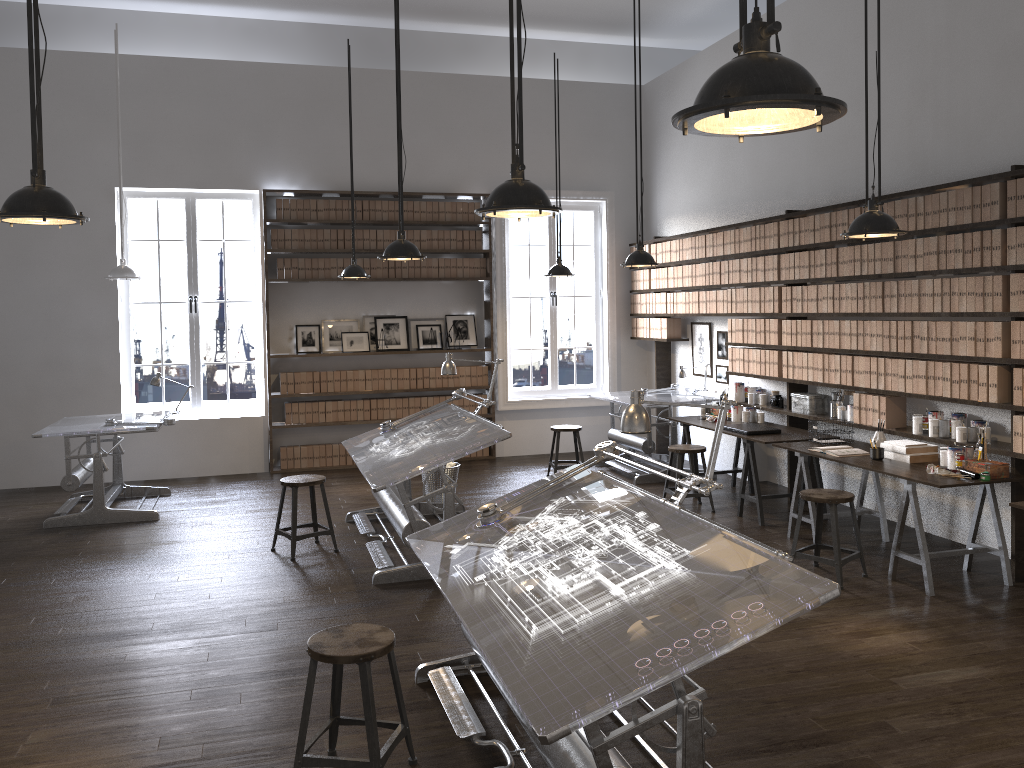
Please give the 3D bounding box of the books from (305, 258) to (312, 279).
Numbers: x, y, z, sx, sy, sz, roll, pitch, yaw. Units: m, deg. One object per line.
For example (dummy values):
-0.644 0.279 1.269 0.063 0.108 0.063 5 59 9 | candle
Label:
-2.211 -1.246 9.598 0.067 0.225 0.175 -2 3 -16 | books

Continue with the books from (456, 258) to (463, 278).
-0.611 -1.312 10.056 0.067 0.225 0.175 -2 3 -16 | books

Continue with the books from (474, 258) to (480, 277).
-0.417 -1.320 10.113 0.067 0.225 0.175 -2 3 -16 | books

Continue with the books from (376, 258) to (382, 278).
-1.482 -1.276 9.806 0.067 0.225 0.175 -2 3 -16 | books

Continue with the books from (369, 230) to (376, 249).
-1.544 -1.584 9.779 0.067 0.225 0.175 -2 3 -16 | books

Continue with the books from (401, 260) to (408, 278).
-1.207 -1.287 9.883 0.067 0.225 0.175 -2 3 -16 | books

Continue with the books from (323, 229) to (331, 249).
-2.018 -1.565 9.641 0.067 0.225 0.175 -2 3 -16 | books

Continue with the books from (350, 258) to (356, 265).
-1.750 -1.265 9.732 0.067 0.225 0.175 -2 3 -16 | books

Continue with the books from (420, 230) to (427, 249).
-1.007 -1.607 9.934 0.067 0.225 0.175 -2 3 -16 | books

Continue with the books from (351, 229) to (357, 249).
-1.744 -1.576 9.723 0.067 0.225 0.175 -2 3 -16 | books

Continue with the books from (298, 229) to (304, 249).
-2.284 -1.554 9.568 0.067 0.225 0.175 -2 3 -16 | books

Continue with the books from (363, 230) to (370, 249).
-1.613 -1.581 9.756 0.067 0.225 0.175 -2 3 -16 | books

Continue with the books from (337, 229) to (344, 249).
-1.877 -1.570 9.681 0.067 0.225 0.175 -2 3 -16 | books

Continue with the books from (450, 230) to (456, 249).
-0.681 -1.620 10.026 0.067 0.225 0.175 -2 3 -16 | books

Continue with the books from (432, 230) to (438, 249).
-0.882 -1.612 9.967 0.067 0.225 0.175 -2 3 -16 | books

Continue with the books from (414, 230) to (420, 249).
-1.076 -1.604 9.912 0.067 0.225 0.175 -2 3 -16 | books

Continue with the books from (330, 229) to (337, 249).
-1.951 -1.568 9.666 0.067 0.225 0.175 -2 3 -16 | books

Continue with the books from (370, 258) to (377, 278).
-1.542 -1.273 9.784 0.067 0.225 0.175 -2 3 -16 | books

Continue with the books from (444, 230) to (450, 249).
-0.750 -1.618 10.011 0.067 0.225 0.175 -2 3 -16 | books

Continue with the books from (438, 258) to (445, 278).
-0.812 -1.303 9.996 0.067 0.225 0.175 -2 3 -16 | books

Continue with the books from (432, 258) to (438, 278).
-0.882 -1.301 9.978 0.067 0.225 0.175 -2 3 -16 | books

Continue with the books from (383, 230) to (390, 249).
-1.403 -1.590 9.820 0.067 0.225 0.175 -2 3 -16 | books

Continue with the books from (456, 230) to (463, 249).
-0.614 -1.623 10.051 0.067 0.225 0.175 -2 3 -16 | books

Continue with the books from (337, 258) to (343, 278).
-1.883 -1.259 9.688 0.067 0.225 0.175 -2 3 -16 | books

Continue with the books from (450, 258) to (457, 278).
-0.679 -1.309 10.040 0.067 0.225 0.175 -2 3 -16 | books

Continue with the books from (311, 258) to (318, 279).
-2.143 -1.248 9.618 0.067 0.225 0.175 -2 3 -16 | books

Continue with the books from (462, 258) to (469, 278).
-0.540 -1.315 10.073 0.067 0.225 0.175 -2 3 -16 | books

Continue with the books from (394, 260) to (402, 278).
-1.277 -1.284 9.868 0.067 0.225 0.175 -2 3 -16 | books

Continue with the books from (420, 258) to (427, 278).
-1.006 -1.295 9.939 0.067 0.225 0.175 -2 3 -16 | books

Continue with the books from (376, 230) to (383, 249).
-1.472 -1.587 9.798 0.067 0.225 0.175 -2 3 -16 | books

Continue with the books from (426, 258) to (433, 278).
-0.943 -1.298 9.962 0.067 0.225 0.175 -2 3 -16 | books

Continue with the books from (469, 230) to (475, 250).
-0.471 -1.629 10.092 0.067 0.225 0.175 -2 3 -16 | books

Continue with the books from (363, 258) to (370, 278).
-1.611 -1.270 9.764 0.067 0.225 0.175 -2 3 -16 | books

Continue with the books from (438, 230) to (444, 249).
-0.818 -1.615 9.991 0.067 0.225 0.175 -2 3 -16 | books

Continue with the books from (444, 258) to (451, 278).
-0.745 -1.307 10.019 0.067 0.225 0.175 -2 3 -16 | books

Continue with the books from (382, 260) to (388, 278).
-1.420 -1.278 9.826 0.067 0.225 0.175 -2 3 -16 | books

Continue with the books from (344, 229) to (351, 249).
-1.808 -1.574 9.707 0.067 0.225 0.175 -2 3 -16 | books

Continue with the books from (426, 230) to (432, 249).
-0.947 -1.610 9.953 0.067 0.225 0.175 -2 3 -16 | books

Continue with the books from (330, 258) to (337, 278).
-1.953 -1.256 9.669 0.067 0.225 0.175 -2 3 -16 | books

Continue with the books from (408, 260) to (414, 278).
-1.140 -1.290 9.906 0.067 0.225 0.175 -2 3 -16 | books

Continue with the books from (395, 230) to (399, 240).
-1.277 -1.595 9.853 0.067 0.225 0.175 -2 3 -16 | books

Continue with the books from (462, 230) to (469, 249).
-0.541 -1.626 10.066 0.067 0.225 0.175 -2 3 -16 | books

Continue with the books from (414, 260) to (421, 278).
-1.072 -1.293 9.926 0.067 0.225 0.175 -2 3 -16 | books

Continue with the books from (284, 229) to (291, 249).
-2.413 -1.548 9.527 0.067 0.225 0.175 -2 3 -16 | books

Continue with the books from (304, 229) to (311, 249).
-2.218 -1.556 9.582 0.067 0.225 0.175 -2 3 -16 | books

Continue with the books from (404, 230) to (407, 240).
-1.212 -1.599 9.879 0.067 0.225 0.175 -2 3 -16 | books

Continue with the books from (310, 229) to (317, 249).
-2.155 -1.559 9.606 0.067 0.225 0.175 -2 3 -16 | books

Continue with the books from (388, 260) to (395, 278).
-1.347 -1.281 9.842 0.067 0.225 0.175 -2 3 -16 | books

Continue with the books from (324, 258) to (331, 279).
-2.014 -1.254 9.653 0.067 0.225 0.175 -2 3 -16 | books

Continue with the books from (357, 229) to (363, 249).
-1.682 -1.578 9.736 0.067 0.225 0.175 -2 3 -16 | books

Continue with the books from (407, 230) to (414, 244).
-1.145 -1.601 9.896 0.067 0.225 0.175 -2 3 -16 | books

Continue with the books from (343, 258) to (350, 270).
-1.816 -1.262 9.711 0.067 0.225 0.175 -2 3 -16 | books

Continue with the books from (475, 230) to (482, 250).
-0.397 -1.632 10.110 0.067 0.225 0.175 -2 3 -16 | books

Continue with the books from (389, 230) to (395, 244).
-1.343 -1.593 9.839 0.067 0.225 0.175 -2 3 -16 | books

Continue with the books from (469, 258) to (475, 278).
-0.476 -1.317 10.091 0.067 0.225 0.175 -2 3 -16 | books

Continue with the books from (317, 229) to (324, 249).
-2.087 -1.562 9.626 0.067 0.225 0.175 -2 3 -16 | books

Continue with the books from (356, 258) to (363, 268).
-1.682 -1.267 9.747 0.067 0.225 0.175 -2 3 -16 | books

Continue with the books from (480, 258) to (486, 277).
-0.350 -1.323 10.133 0.067 0.225 0.175 -2 3 -16 | books
